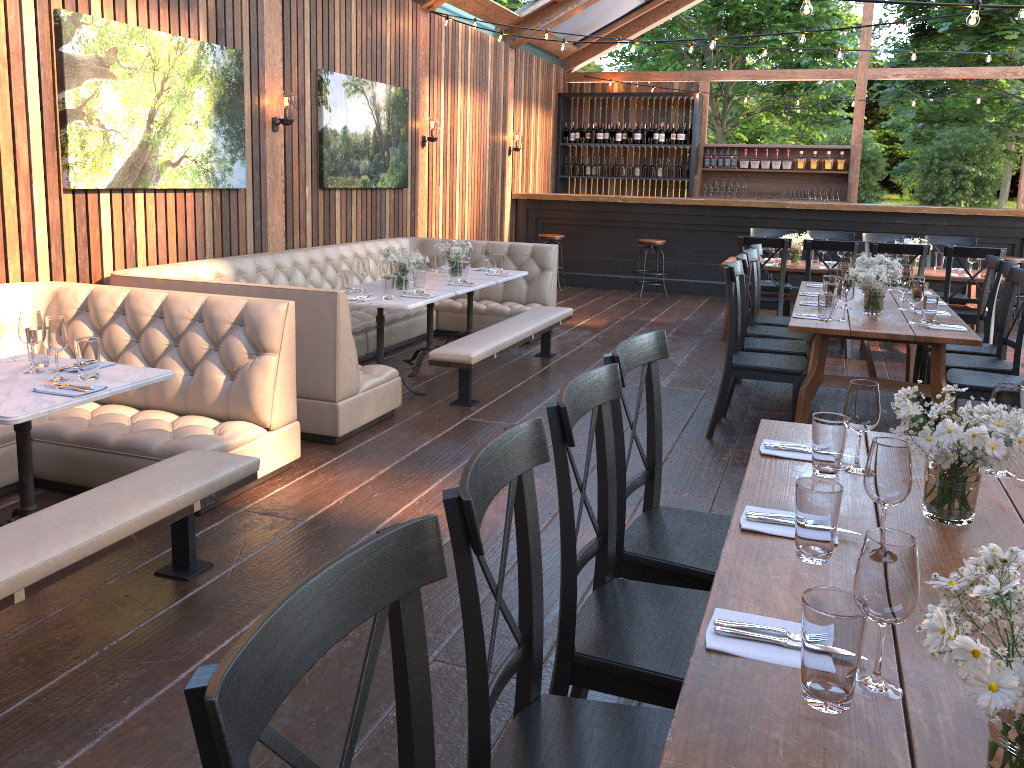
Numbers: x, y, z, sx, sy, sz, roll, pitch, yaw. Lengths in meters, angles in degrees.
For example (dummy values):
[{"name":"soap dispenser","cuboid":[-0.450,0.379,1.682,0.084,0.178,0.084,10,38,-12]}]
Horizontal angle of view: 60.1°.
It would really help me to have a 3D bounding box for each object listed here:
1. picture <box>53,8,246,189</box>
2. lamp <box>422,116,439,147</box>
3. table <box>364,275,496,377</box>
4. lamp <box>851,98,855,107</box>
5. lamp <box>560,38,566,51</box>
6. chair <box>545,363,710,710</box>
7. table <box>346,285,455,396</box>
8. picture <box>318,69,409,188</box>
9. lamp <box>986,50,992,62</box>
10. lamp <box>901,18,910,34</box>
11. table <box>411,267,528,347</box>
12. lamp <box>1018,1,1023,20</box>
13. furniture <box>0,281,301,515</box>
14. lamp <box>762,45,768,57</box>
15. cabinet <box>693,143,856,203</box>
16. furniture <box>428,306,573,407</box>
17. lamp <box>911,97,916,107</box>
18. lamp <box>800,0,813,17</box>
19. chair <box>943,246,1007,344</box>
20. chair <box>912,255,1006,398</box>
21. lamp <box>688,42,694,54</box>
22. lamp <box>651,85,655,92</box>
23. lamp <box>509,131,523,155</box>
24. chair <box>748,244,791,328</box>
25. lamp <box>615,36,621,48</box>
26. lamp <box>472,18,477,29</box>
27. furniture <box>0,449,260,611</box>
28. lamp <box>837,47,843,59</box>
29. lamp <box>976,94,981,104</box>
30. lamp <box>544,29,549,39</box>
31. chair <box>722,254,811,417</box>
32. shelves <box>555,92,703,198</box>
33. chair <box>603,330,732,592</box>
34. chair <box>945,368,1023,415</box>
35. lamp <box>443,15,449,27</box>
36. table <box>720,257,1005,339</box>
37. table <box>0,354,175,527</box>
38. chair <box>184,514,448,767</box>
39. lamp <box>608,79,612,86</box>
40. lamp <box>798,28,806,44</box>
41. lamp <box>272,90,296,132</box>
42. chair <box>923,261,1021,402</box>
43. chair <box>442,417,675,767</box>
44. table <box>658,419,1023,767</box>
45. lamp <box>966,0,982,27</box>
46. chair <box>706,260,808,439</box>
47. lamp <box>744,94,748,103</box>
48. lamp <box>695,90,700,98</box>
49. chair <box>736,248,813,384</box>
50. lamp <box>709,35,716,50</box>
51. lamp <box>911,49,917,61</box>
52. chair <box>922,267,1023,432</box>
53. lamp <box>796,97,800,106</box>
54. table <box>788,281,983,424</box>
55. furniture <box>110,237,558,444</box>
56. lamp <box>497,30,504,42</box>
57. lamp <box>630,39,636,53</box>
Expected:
[{"name":"picture","cuboid":[-2.271,-1.778,5.777,0.065,0.986,1.667,5,13,19]},{"name":"lamp","cuboid":[-0.869,-2.714,9.516,0.178,0.316,0.147,5,11,19]},{"name":"table","cuboid":[-0.634,-0.453,6.853,0.800,0.665,0.807,6,12,19]},{"name":"lamp","cuboid":[4.598,-3.791,11.913,0.059,0.118,0.057,0,10,-8]},{"name":"lamp","cuboid":[0.479,-3.197,8.338,0.056,0.120,0.057,9,12,34]},{"name":"chair","cuboid":[0.339,0.510,2.071,0.540,1.009,0.482,5,11,19]},{"name":"table","cuboid":[-0.907,-0.284,6.093,0.800,0.665,0.807,5,12,18]},{"name":"picture","cuboid":[-1.361,-2.348,8.334,0.065,0.986,1.667,5,13,19]},{"name":"lamp","cuboid":[4.908,-3.372,9.105,0.056,0.120,0.057,9,13,37]},{"name":"lamp","cuboid":[2.918,-2.652,6.553,0.057,0.118,0.057,4,10,13]},{"name":"table","cuboid":[-0.362,-0.623,7.613,0.800,0.665,0.807,5,12,18]},{"name":"lamp","cuboid":[3.529,-2.580,6.109,0.056,0.120,0.057,8,12,33]},{"name":"furniture","cuboid":[-2.556,0.348,2.773,1.712,0.849,4.202,6,14,19]},{"name":"lamp","cuboid":[2.626,-3.461,9.193,0.056,0.119,0.057,-3,11,-24]},{"name":"cabinet","cuboid":[3.910,-2.576,13.419,2.278,2.071,0.498,6,10,19]},{"name":"furniture","cuboid":[-0.005,-0.252,6.656,0.313,0.394,2.353,5,13,19]},{"name":"lamp","cuboid":[5.215,-3.663,11.485,0.056,0.120,0.057,-1,10,-12]},{"name":"lamp","cuboid":[1.353,-1.746,4.057,0.056,0.119,0.057,10,13,38]},{"name":"chair","cuboid":[3.883,-0.681,7.609,0.478,1.009,0.545,4,11,14]},{"name":"chair","cuboid":[3.230,-0.419,6.407,0.540,1.009,0.482,5,11,19]},{"name":"lamp","cuboid":[1.867,-3.508,9.225,0.056,0.118,0.057,-2,11,-20]},{"name":"lamp","cuboid":[2.165,-4.549,13.639,0.058,0.118,0.057,-3,11,-26]},{"name":"lamp","cuboid":[0.054,-3.287,12.086,0.178,0.316,0.147,5,11,19]},{"name":"chair","cuboid":[2.042,-0.548,6.818,0.540,1.009,0.482,5,11,19]},{"name":"lamp","cuboid":[1.109,-3.575,9.257,0.056,0.118,0.059,-4,11,-27]},{"name":"lamp","cuboid":[-0.391,-3.795,9.311,0.056,0.119,0.057,-2,11,-19]},{"name":"furniture","cuboid":[-1.516,0.686,2.447,0.313,0.394,2.353,5,13,19]},{"name":"lamp","cuboid":[3.392,-3.423,9.150,0.056,0.119,0.057,6,11,25]},{"name":"lamp","cuboid":[5.819,-3.552,11.033,0.056,0.120,0.057,-2,11,-18]},{"name":"lamp","cuboid":[0.363,-3.673,9.301,0.061,0.118,0.057,9,12,35]},{"name":"chair","cuboid":[1.668,-0.315,5.775,0.540,1.009,0.482,4,10,14]},{"name":"shelves","cuboid":[1.810,-3.163,14.086,2.206,2.798,0.506,5,10,19]},{"name":"chair","cuboid":[0.526,0.394,2.592,0.541,1.009,0.481,6,11,24]},{"name":"chair","cuboid":[2.679,-0.071,4.845,0.541,1.009,0.481,7,11,27]},{"name":"lamp","cuboid":[-0.682,-3.768,9.184,0.056,0.117,0.066,-2,11,-20]},{"name":"table","cuboid":[3.272,-0.757,8.498,2.435,0.722,0.960,6,13,19]},{"name":"table","cuboid":[-1.872,0.315,3.404,0.800,0.665,0.807,5,12,18]},{"name":"chair","cuboid":[-0.036,0.743,1.027,0.540,1.009,0.482,5,11,19]},{"name":"lamp","cuboid":[1.557,-4.784,14.037,0.056,0.116,0.067,3,10,5]},{"name":"lamp","cuboid":[2.299,-2.753,7.006,0.056,0.120,0.057,-1,10,-12]},{"name":"lamp","cuboid":[-1.788,-2.143,6.954,0.178,0.316,0.147,5,11,19]},{"name":"chair","cuboid":[3.049,-0.302,5.884,0.541,1.009,0.481,6,11,24]},{"name":"chair","cuboid":[0.151,0.626,1.549,0.540,1.009,0.482,4,10,14]},{"name":"table","cuboid":[0.841,0.769,1.651,0.952,0.721,2.457,6,13,19]},{"name":"lamp","cuboid":[2.111,-1.696,4.046,0.056,0.119,0.057,6,11,24]},{"name":"chair","cuboid":[1.481,-0.199,5.252,0.540,1.009,0.482,5,11,19]},{"name":"lamp","cuboid":[3.377,-4.128,12.784,0.056,0.118,0.061,5,11,18]},{"name":"lamp","cuboid":[2.770,-4.328,13.211,0.056,0.118,0.062,6,11,25]},{"name":"chair","cuboid":[1.855,-0.431,6.296,0.541,1.009,0.481,6,11,24]},{"name":"lamp","cuboid":[1.687,-2.874,7.442,0.056,0.118,0.060,1,10,-1]},{"name":"lamp","cuboid":[4.149,-3.397,9.131,0.056,0.120,0.057,-8,14,-44]},{"name":"chair","cuboid":[2.841,-0.191,5.383,0.540,1.009,0.482,5,11,16]},{"name":"lamp","cuboid":[3.998,-3.951,12.366,0.056,0.120,0.057,-6,13,-37]},{"name":"table","cuboid":[2.349,-0.167,5.853,0.952,0.721,2.457,6,13,19]},{"name":"furniture","cuboid":[-1.044,-0.591,6.985,1.712,0.849,4.202,6,14,19]},{"name":"lamp","cuboid":[-0.117,-3.443,8.762,0.066,0.116,0.057,-8,14,-41]},{"name":"lamp","cuboid":[1.084,-3.015,7.897,0.056,0.120,0.057,-6,13,-36]}]
